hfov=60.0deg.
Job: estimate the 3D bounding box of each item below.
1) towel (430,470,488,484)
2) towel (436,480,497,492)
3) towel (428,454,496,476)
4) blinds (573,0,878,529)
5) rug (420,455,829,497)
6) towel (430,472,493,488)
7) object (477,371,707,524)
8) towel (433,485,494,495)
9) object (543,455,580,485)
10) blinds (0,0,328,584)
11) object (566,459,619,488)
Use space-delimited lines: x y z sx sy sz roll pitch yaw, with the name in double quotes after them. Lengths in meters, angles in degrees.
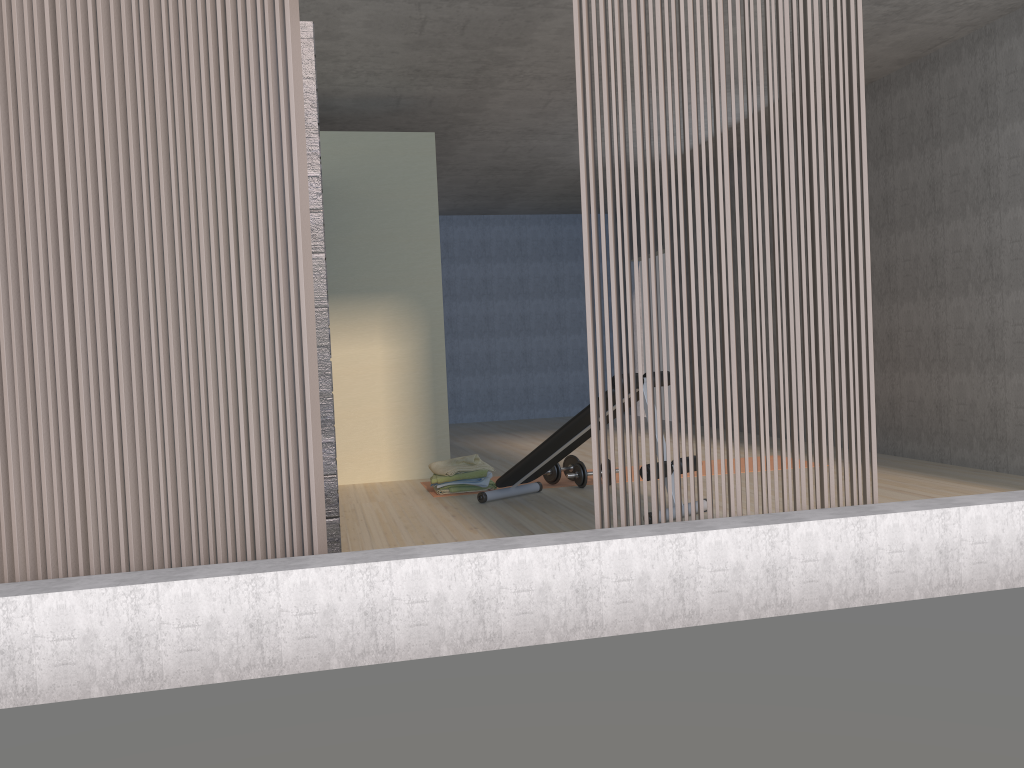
-0.352 0.591 5.817 0.376 0.085 0.371 -3 2 -8 "towel"
-0.316 0.650 5.854 0.380 0.081 0.367 -3 2 -15 "towel"
-0.337 0.536 5.837 0.384 0.123 0.373 -4 2 -29 "towel"
0.782 -0.643 3.169 1.133 2.744 0.069 -3 2 -13 "blinds"
0.783 0.633 6.238 2.779 0.002 0.716 -3 2 -13 "rug"
-0.328 0.626 5.832 0.383 0.078 0.383 -2 2 4 "towel"
0.405 0.316 4.963 0.505 0.746 1.312 -4 2 -43 "object"
-0.335 0.674 5.858 0.376 0.044 0.371 -3 2 -14 "towel"
0.334 0.571 5.912 0.385 0.176 0.176 -4 2 -41 "object"
-1.200 -0.538 2.726 1.133 2.744 0.069 -3 2 -13 "blinds"
0.531 0.577 5.732 0.385 0.176 0.176 -3 2 -21 "object"
